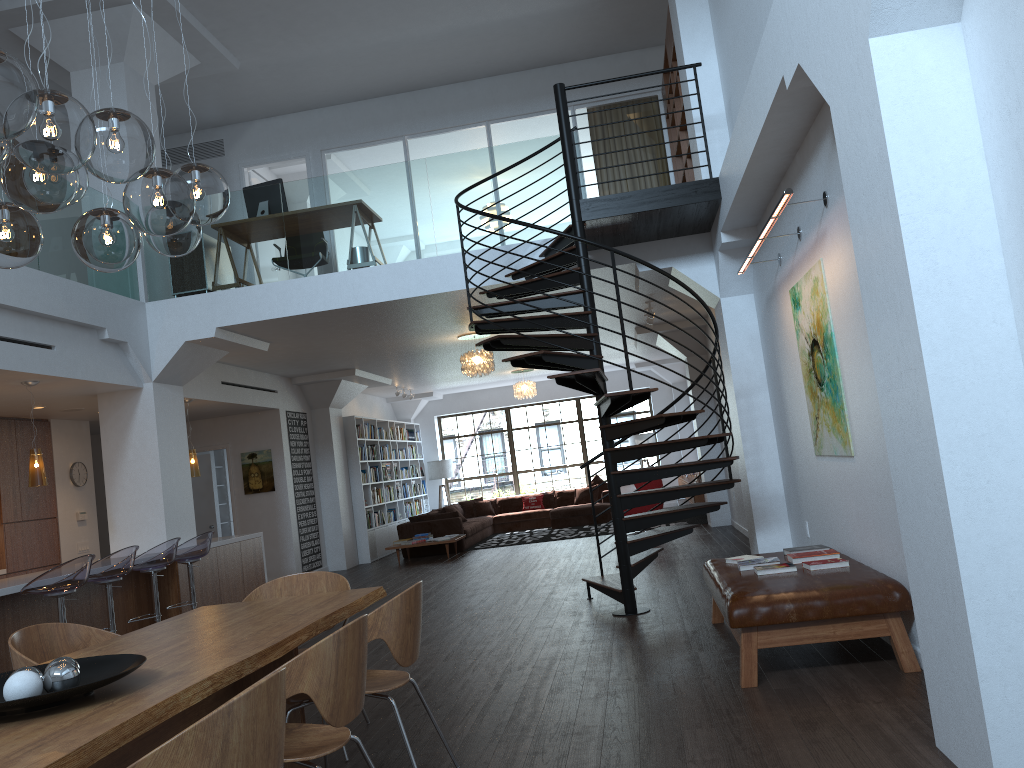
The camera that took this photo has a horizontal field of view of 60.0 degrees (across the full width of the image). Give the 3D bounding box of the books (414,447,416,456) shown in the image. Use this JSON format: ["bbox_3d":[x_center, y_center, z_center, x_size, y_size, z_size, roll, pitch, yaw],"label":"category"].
[{"bbox_3d":[-2.096,1.451,18.453,0.174,0.240,0.045,-8,-5,7],"label":"books"}]

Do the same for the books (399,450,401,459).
[{"bbox_3d":[-2.247,1.383,17.246,0.139,0.191,0.036,-8,-5,7],"label":"books"}]

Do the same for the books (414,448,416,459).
[{"bbox_3d":[-2.102,1.442,18.415,0.183,0.253,0.034,-8,-5,7],"label":"books"}]

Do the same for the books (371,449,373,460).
[{"bbox_3d":[-2.513,1.231,15.423,0.161,0.223,0.033,-8,-5,7],"label":"books"}]

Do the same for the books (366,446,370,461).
[{"bbox_3d":[-2.540,1.201,15.224,0.183,0.253,0.042,-8,-5,7],"label":"books"}]

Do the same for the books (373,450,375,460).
[{"bbox_3d":[-2.491,1.235,15.494,0.161,0.223,0.032,-8,-5,7],"label":"books"}]

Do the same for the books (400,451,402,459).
[{"bbox_3d":[-2.220,1.401,17.348,0.107,0.167,0.017,-8,-5,7],"label":"books"}]

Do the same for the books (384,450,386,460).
[{"bbox_3d":[-2.397,1.286,16.174,0.161,0.223,0.026,-8,-5,7],"label":"books"}]

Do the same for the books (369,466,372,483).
[{"bbox_3d":[-2.500,1.550,15.122,0.176,0.290,0.053,-8,-5,7],"label":"books"}]

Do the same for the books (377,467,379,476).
[{"bbox_3d":[-2.432,1.603,15.580,0.182,0.253,0.034,-8,-5,7],"label":"books"}]

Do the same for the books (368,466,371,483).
[{"bbox_3d":[-2.512,1.549,15.062,0.197,0.283,0.065,-8,-5,7],"label":"books"}]

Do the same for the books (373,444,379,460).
[{"bbox_3d":[-2.468,1.221,15.737,0.176,0.291,0.053,-8,-5,7],"label":"books"}]

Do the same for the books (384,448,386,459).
[{"bbox_3d":[-2.391,1.287,16.200,0.161,0.223,0.027,-8,-5,7],"label":"books"}]

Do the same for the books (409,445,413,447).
[{"bbox_3d":[-2.120,1.412,18.272,0.176,0.290,0.036,-8,-5,7],"label":"books"}]

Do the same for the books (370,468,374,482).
[{"bbox_3d":[-2.477,1.581,15.246,0.170,0.245,0.057,-8,-5,7],"label":"books"}]

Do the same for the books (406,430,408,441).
[{"bbox_3d":[-2.202,1.052,17.980,0.161,0.223,0.032,-8,-5,7],"label":"books"}]

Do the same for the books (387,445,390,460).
[{"bbox_3d":[-2.373,1.278,16.458,0.197,0.283,0.065,-8,-5,7],"label":"books"}]

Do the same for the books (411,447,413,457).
[{"bbox_3d":[-2.129,1.432,18.197,0.174,0.240,0.045,-8,-5,7],"label":"books"}]

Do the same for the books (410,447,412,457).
[{"bbox_3d":[-2.137,1.415,18.075,0.183,0.253,0.034,-8,-5,7],"label":"books"}]

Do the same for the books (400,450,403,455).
[{"bbox_3d":[-2.220,1.407,17.501,0.134,0.184,0.030,-8,-5,7],"label":"books"}]

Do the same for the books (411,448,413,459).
[{"bbox_3d":[-2.125,1.436,18.160,0.161,0.223,0.027,-8,-5,7],"label":"books"}]

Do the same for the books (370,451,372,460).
[{"bbox_3d":[-2.526,1.212,15.349,0.160,0.251,0.039,-8,-5,7],"label":"books"}]

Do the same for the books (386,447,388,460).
[{"bbox_3d":[-2.379,1.288,16.319,0.174,0.239,0.045,-8,-5,7],"label":"books"}]

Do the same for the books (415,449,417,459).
[{"bbox_3d":[-2.080,1.461,18.486,0.161,0.223,0.026,-8,-5,7],"label":"books"}]

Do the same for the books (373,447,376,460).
[{"bbox_3d":[-2.486,1.233,15.570,0.174,0.240,0.054,-8,-5,7],"label":"books"}]

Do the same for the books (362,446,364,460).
[{"bbox_3d":[-2.574,1.179,14.877,0.174,0.242,0.105,-8,-5,7],"label":"books"}]

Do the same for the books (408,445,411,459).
[{"bbox_3d":[-2.154,1.391,18.002,0.176,0.290,0.053,-8,-5,7],"label":"books"}]

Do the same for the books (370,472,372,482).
[{"bbox_3d":[-2.490,1.586,15.159,0.161,0.223,0.027,-8,-5,7],"label":"books"}]

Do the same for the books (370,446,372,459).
[{"bbox_3d":[-2.518,1.217,15.387,0.171,0.246,0.039,-8,-5,7],"label":"books"}]

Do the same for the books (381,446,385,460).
[{"bbox_3d":[-2.412,1.263,16.073,0.182,0.253,0.034,-8,-5,7],"label":"books"}]

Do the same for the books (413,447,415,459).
[{"bbox_3d":[-2.110,1.431,18.318,0.180,0.259,0.060,-8,-5,7],"label":"books"}]

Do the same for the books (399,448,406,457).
[{"bbox_3d":[-2.197,1.397,17.684,0.140,0.231,0.042,-8,-5,7],"label":"books"}]

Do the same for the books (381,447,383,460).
[{"bbox_3d":[-2.424,1.262,15.973,0.174,0.239,0.045,-8,-5,7],"label":"books"}]

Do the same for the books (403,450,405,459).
[{"bbox_3d":[-2.204,1.408,17.602,0.136,0.196,0.045,-8,-5,7],"label":"books"}]

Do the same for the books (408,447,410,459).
[{"bbox_3d":[-2.177,1.387,17.894,0.198,0.284,0.066,-8,-5,7],"label":"books"}]

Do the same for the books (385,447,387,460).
[{"bbox_3d":[-2.390,1.282,16.269,0.170,0.245,0.057,-8,-5,7],"label":"books"}]

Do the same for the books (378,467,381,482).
[{"bbox_3d":[-2.417,1.604,15.612,0.182,0.253,0.034,-8,-5,7],"label":"books"}]

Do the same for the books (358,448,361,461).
[{"bbox_3d":[-2.594,1.181,14.733,0.161,0.218,0.101,-8,-5,7],"label":"books"}]

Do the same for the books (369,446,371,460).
[{"bbox_3d":[-2.534,1.205,15.311,0.180,0.259,0.042,-8,-5,7],"label":"books"}]

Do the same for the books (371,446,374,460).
[{"bbox_3d":[-2.512,1.219,15.461,0.183,0.253,0.042,-8,-5,7],"label":"books"}]

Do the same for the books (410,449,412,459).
[{"bbox_3d":[-2.145,1.413,18.043,0.183,0.253,0.034,-8,-5,7],"label":"books"}]

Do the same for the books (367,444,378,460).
[{"bbox_3d":[-2.491,1.222,15.687,0.198,0.284,0.049,-8,-5,7],"label":"books"}]

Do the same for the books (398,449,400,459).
[{"bbox_3d":[-2.253,1.373,17.187,0.146,0.202,0.027,-8,-5,7],"label":"books"}]

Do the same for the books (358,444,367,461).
[{"bbox_3d":[-2.558,1.160,14.954,0.176,0.290,0.053,-8,-5,7],"label":"books"}]

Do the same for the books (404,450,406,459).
[{"bbox_3d":[-2.195,1.413,17.642,0.139,0.191,0.036,-8,-5,7],"label":"books"}]

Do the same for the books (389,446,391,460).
[{"bbox_3d":[-2.347,1.298,16.527,0.159,0.250,0.026,-8,-5,7],"label":"books"}]

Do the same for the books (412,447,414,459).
[{"bbox_3d":[-2.113,1.426,18.235,0.183,0.253,0.034,-8,-5,7],"label":"books"}]

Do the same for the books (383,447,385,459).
[{"bbox_3d":[-2.410,1.280,16.143,0.167,0.230,0.037,-8,-5,7],"label":"books"}]

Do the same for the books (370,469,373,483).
[{"bbox_3d":[-2.480,1.580,15.194,0.174,0.239,0.045,-8,-5,7],"label":"books"}]

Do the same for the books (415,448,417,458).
[{"bbox_3d":[-2.087,1.461,18.519,0.168,0.231,0.037,-8,-5,7],"label":"books"}]

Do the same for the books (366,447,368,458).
[{"bbox_3d":[-2.552,1.203,15.134,0.174,0.236,0.142,-8,-5,8],"label":"books"}]

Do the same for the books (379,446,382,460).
[{"bbox_3d":[-2.430,1.249,15.901,0.182,0.253,0.034,-8,-5,7],"label":"books"}]

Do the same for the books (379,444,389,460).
[{"bbox_3d":[-2.378,1.270,16.398,0.176,0.290,0.053,-8,-5,7],"label":"books"}]

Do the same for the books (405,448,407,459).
[{"bbox_3d":[-2.193,1.403,17.732,0.158,0.226,0.052,-8,-5,7],"label":"books"}]
